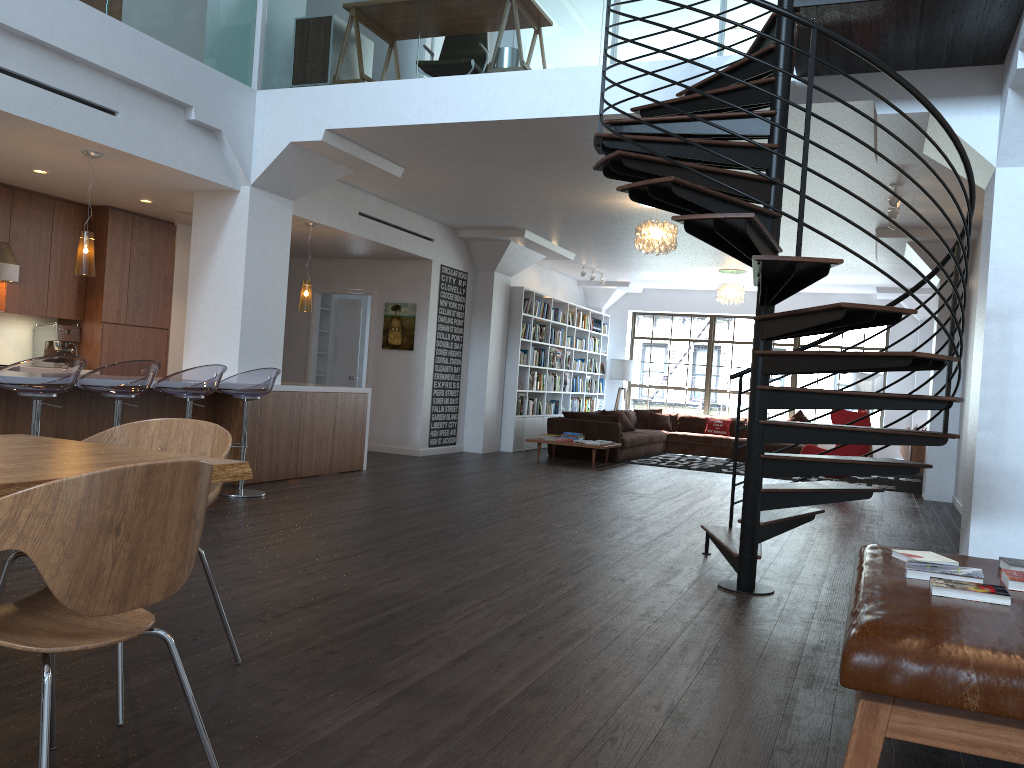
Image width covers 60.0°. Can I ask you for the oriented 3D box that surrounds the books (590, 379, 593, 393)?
[{"bbox_3d":[1.397,0.034,16.370,0.183,0.253,0.042,4,0,22],"label":"books"}]

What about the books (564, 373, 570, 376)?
[{"bbox_3d":[0.865,-0.168,15.069,0.185,0.041,0.129,4,0,37],"label":"books"}]

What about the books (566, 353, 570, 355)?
[{"bbox_3d":[0.851,-0.510,14.979,0.223,0.031,0.161,4,0,22],"label":"books"}]

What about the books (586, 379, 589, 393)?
[{"bbox_3d":[1.290,0.028,16.096,0.174,0.251,0.051,4,0,22],"label":"books"}]

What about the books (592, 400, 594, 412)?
[{"bbox_3d":[1.439,0.418,16.544,0.171,0.246,0.057,4,0,22],"label":"books"}]

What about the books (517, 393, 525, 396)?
[{"bbox_3d":[0.060,0.150,13.137,0.223,0.027,0.161,4,0,32],"label":"books"}]

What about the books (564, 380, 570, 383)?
[{"bbox_3d":[0.843,-0.049,15.083,0.253,0.040,0.183,4,0,22],"label":"books"}]

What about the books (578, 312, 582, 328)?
[{"bbox_3d":[1.132,-1.124,15.545,0.176,0.290,0.053,4,0,22],"label":"books"}]

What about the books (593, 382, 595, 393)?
[{"bbox_3d":[1.453,0.061,16.495,0.161,0.221,0.035,4,0,22],"label":"books"}]

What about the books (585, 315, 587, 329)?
[{"bbox_3d":[1.230,-1.099,15.766,0.183,0.253,0.034,4,0,22],"label":"books"}]

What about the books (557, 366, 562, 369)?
[{"bbox_3d":[0.700,-0.273,14.656,0.171,0.039,0.246,4,0,22],"label":"books"}]

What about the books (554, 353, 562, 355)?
[{"bbox_3d":[0.704,-0.504,14.696,0.223,0.027,0.161,4,0,12],"label":"books"}]

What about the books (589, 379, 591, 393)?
[{"bbox_3d":[1.350,0.034,16.259,0.171,0.246,0.036,4,0,22],"label":"books"}]

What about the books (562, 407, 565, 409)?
[{"bbox_3d":[0.759,0.407,15.072,0.254,0.032,0.174,4,0,27],"label":"books"}]

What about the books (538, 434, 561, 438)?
[{"bbox_3d":[0.537,0.739,12.472,0.241,0.045,0.334,4,0,24],"label":"books"}]

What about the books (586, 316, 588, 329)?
[{"bbox_3d":[1.268,-1.096,15.866,0.160,0.250,0.026,4,0,22],"label":"books"}]

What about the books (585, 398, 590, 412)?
[{"bbox_3d":[1.335,0.393,16.319,0.198,0.284,0.066,4,0,22],"label":"books"}]

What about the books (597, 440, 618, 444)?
[{"bbox_3d":[1.275,0.795,12.158,0.350,0.035,0.256,4,0,-42],"label":"books"}]

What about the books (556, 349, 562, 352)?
[{"bbox_3d":[0.730,-0.562,14.673,0.129,0.043,0.185,4,0,37],"label":"books"}]

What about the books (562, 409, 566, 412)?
[{"bbox_3d":[0.760,0.440,15.067,0.284,0.033,0.197,4,0,7],"label":"books"}]

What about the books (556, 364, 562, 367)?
[{"bbox_3d":[0.699,-0.312,14.654,0.160,0.039,0.251,4,0,27],"label":"books"}]

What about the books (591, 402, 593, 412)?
[{"bbox_3d":[1.415,0.436,16.456,0.144,0.207,0.048,4,0,22],"label":"books"}]

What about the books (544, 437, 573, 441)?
[{"bbox_3d":[0.634,0.752,12.061,0.340,0.035,0.236,4,0,-43],"label":"books"}]

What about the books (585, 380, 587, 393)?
[{"bbox_3d":[1.273,0.041,16.059,0.161,0.223,0.030,4,0,22],"label":"books"}]

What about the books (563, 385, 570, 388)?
[{"bbox_3d":[0.836,0.033,15.107,0.259,0.040,0.180,4,0,22],"label":"books"}]

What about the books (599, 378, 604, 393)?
[{"bbox_3d":[1.673,0.032,17.021,0.176,0.290,0.053,4,0,22],"label":"books"}]

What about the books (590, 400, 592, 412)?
[{"bbox_3d":[1.368,0.413,16.371,0.189,0.247,0.057,4,0,22],"label":"books"}]

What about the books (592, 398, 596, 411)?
[{"bbox_3d":[1.469,0.398,16.621,0.176,0.290,0.053,4,0,22],"label":"books"}]

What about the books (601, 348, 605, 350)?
[{"bbox_3d":[1.621,-0.664,16.859,0.174,0.032,0.254,4,0,-33],"label":"books"}]

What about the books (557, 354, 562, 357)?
[{"bbox_3d":[0.707,-0.474,14.668,0.161,0.033,0.223,4,0,22],"label":"books"}]

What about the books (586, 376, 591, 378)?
[{"bbox_3d":[1.294,-0.142,16.115,0.224,0.030,0.161,4,0,32],"label":"books"}]

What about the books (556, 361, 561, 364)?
[{"bbox_3d":[0.678,-0.354,14.660,0.180,0.042,0.259,4,0,22],"label":"books"}]

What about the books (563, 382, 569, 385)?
[{"bbox_3d":[0.847,-0.008,15.089,0.231,0.044,0.168,4,0,17],"label":"books"}]

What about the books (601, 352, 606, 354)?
[{"bbox_3d":[1.616,-0.597,16.865,0.197,0.035,0.284,4,0,-38],"label":"books"}]

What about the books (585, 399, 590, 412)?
[{"bbox_3d":[1.327,0.408,16.258,0.183,0.253,0.037,4,0,22],"label":"books"}]

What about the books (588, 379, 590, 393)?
[{"bbox_3d":[1.321,0.031,16.197,0.183,0.253,0.039,4,0,22],"label":"books"}]

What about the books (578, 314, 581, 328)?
[{"bbox_3d":[1.101,-1.104,15.467,0.171,0.246,0.057,4,0,22],"label":"books"}]

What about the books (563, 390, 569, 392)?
[{"bbox_3d":[0.827,0.109,15.080,0.246,0.038,0.171,4,0,22],"label":"books"}]

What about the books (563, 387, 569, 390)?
[{"bbox_3d":[0.828,0.072,15.083,0.251,0.037,0.160,4,0,27],"label":"books"}]

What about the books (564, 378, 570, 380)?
[{"bbox_3d":[0.854,-0.083,15.086,0.223,0.032,0.161,4,0,22],"label":"books"}]

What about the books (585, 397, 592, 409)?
[{"bbox_3d":[1.406,0.391,16.411,0.140,0.298,0.044,4,0,22],"label":"books"}]

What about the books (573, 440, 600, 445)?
[{"bbox_3d":[1.001,0.777,11.899,0.231,0.040,0.342,4,0,-28],"label":"books"}]

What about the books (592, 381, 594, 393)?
[{"bbox_3d":[1.425,0.051,16.429,0.161,0.223,0.032,4,0,22],"label":"books"}]

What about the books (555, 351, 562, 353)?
[{"bbox_3d":[0.722,-0.529,14.679,0.144,0.024,0.208,4,0,27],"label":"books"}]

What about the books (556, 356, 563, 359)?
[{"bbox_3d":[0.708,-0.438,14.660,0.183,0.042,0.253,4,0,22],"label":"books"}]

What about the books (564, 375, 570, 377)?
[{"bbox_3d":[0.869,-0.135,15.074,0.208,0.024,0.144,4,0,27],"label":"books"}]

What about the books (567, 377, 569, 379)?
[{"bbox_3d":[0.872,-0.110,15.064,0.161,0.026,0.223,4,0,12],"label":"books"}]

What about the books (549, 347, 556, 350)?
[{"bbox_3d":[0.580,-0.573,14.270,0.223,0.027,0.161,4,0,32],"label":"books"}]

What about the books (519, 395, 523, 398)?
[{"bbox_3d":[0.058,0.186,13.161,0.174,0.045,0.240,4,0,12],"label":"books"}]

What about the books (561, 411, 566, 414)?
[{"bbox_3d":[0.757,0.474,15.067,0.284,0.035,0.197,4,0,22],"label":"books"}]

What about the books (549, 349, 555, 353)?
[{"bbox_3d":[0.578,-0.536,14.294,0.174,0.045,0.240,4,0,22],"label":"books"}]

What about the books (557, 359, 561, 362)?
[{"bbox_3d":[0.699,-0.396,14.667,0.168,0.045,0.231,4,0,17],"label":"books"}]

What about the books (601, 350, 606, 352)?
[{"bbox_3d":[1.618,-0.632,16.865,0.284,0.033,0.197,4,0,37],"label":"books"}]

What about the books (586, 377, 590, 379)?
[{"bbox_3d":[1.290,-0.112,16.108,0.223,0.031,0.161,4,0,22],"label":"books"}]

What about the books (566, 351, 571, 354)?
[{"bbox_3d":[0.856,-0.539,14.986,0.224,0.030,0.161,4,0,32],"label":"books"}]

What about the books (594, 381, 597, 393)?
[{"bbox_3d":[1.481,0.052,16.578,0.168,0.228,0.139,4,0,22],"label":"books"}]
